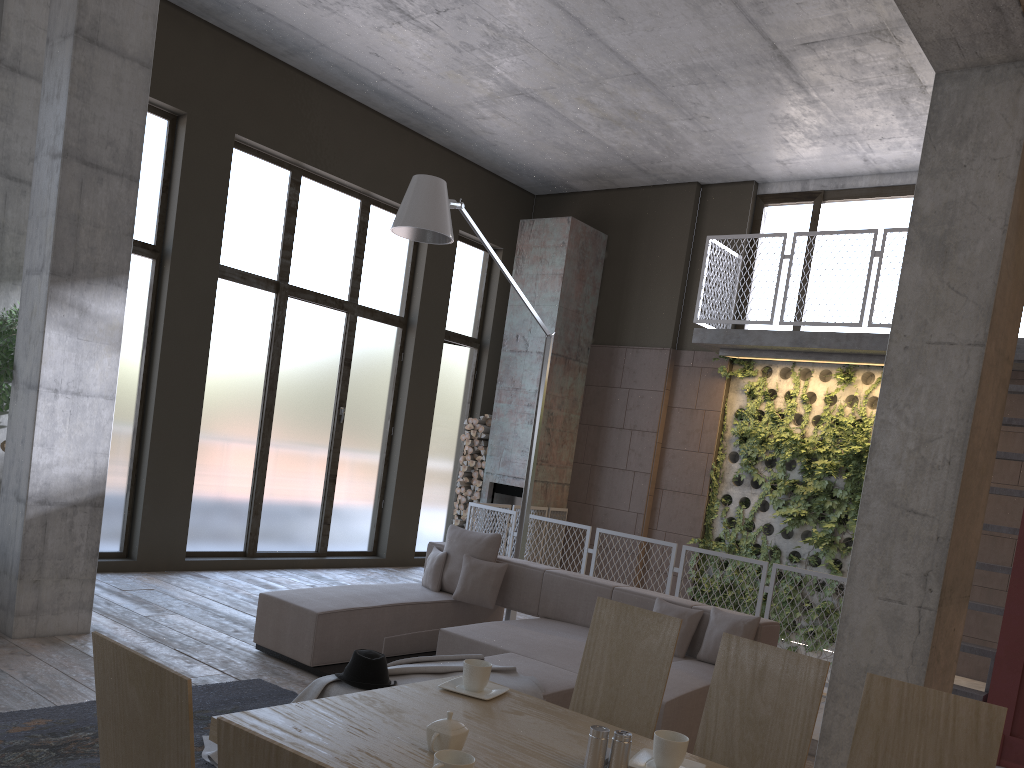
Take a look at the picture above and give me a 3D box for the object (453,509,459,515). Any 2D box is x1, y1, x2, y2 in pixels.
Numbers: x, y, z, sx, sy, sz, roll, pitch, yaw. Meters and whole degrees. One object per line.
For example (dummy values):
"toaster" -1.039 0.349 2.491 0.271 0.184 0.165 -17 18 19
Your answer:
"object" -0.614 1.724 11.793 0.078 0.108 0.441 9 -2 39

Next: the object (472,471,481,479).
"object" -0.390 1.198 11.520 0.097 0.107 0.297 9 -2 38

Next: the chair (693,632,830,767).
"chair" 0.465 1.332 2.438 0.344 1.202 0.727 12 4 44

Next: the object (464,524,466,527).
"object" -0.503 1.878 11.655 0.063 0.075 0.363 9 -3 41

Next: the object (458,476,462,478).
"object" -0.550 1.235 11.748 0.066 0.071 0.427 9 -3 40

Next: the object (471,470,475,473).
"object" -0.400 1.166 11.602 0.063 0.075 0.363 9 -3 41

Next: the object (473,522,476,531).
"object" -0.366 1.884 11.514 0.063 0.126 0.367 10 -1 41

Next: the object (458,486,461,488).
"object" -0.561 1.376 11.732 0.066 0.085 0.429 9 -2 41

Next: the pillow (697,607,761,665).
"pillow" 1.382 1.634 5.636 0.358 0.368 0.189 8 2 44

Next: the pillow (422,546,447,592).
"pillow" -0.629 1.524 7.156 0.152 0.378 0.365 7 0 -18

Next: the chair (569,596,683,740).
"chair" 0.113 1.308 2.800 0.344 1.202 0.727 11 4 42

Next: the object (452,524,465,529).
"object" -0.622 1.928 11.740 0.089 0.090 0.460 8 -3 41

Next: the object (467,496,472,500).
"object" -0.459 1.517 11.634 0.063 0.075 0.363 9 -3 37

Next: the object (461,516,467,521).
"object" -0.496 1.785 11.643 0.113 0.080 0.439 7 -4 38

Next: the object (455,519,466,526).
"object" -0.573 1.849 11.670 0.092 0.084 0.484 8 -3 38

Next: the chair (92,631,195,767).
"chair" -0.557 1.147 1.953 0.344 1.202 0.727 11 3 39

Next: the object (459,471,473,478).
"object" -0.520 1.216 11.687 0.089 0.090 0.460 8 -3 41

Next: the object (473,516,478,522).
"object" -0.344 1.776 11.545 0.092 0.084 0.484 8 -3 40

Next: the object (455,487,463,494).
"object" -0.577 1.444 11.763 0.090 0.092 0.441 8 -3 40

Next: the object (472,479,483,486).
"object" -0.340 1.310 11.571 0.091 0.094 0.441 8 -3 40

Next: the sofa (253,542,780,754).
"sofa" -0.345 1.638 5.604 2.965 0.789 3.041 5 -5 39

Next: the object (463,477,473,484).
"object" -0.468 1.297 11.694 0.113 0.080 0.439 7 -4 40

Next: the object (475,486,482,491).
"object" -0.321 1.389 11.545 0.066 0.067 0.427 8 -3 40

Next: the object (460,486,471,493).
"object" -0.503 1.421 11.710 0.089 0.090 0.460 8 -3 40

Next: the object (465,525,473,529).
"object" -0.492 1.911 11.573 0.097 0.107 0.297 9 -2 38

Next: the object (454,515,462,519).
"object" -0.632 1.826 11.817 0.069 0.118 0.368 10 -2 39

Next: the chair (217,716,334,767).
"chair" -0.197 1.173 1.602 0.345 1.202 0.726 11 3 35

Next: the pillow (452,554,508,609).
"pillow" -0.245 1.524 6.756 0.375 0.375 0.169 8 3 12

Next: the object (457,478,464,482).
"object" -0.569 1.300 11.726 0.120 0.068 0.367 7 -4 38

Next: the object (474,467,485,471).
"object" -0.364 1.127 11.541 0.088 0.057 0.335 7 -4 40

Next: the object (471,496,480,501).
"object" -0.381 1.510 11.567 0.120 0.068 0.367 6 -4 40

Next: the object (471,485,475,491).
"object" -0.384 1.386 11.595 0.066 0.067 0.427 8 -3 40

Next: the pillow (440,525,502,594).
"pillow" -0.365 1.420 6.989 0.557 0.560 0.223 8 2 41

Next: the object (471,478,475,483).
"object" -0.382 1.293 11.639 0.100 0.087 0.366 8 -3 40

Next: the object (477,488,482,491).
"object" -0.351 1.382 11.430 0.062 0.048 0.253 7 -4 38

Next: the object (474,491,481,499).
"object" -0.367 1.456 11.441 0.099 0.103 0.295 8 -3 38

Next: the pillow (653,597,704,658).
"pillow" 1.061 1.641 5.865 0.366 0.361 0.188 8 2 38

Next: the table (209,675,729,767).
"table" 1.483 1.516 1.057 5.132 0.927 1.021 5 -2 39

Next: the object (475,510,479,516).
"object" -0.323 1.700 11.562 0.113 0.080 0.439 7 -4 38

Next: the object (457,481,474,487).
"object" -0.562 1.335 11.626 0.070 0.073 0.427 8 -3 40

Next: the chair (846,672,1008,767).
"chair" 0.845 1.363 2.113 0.344 1.202 0.726 11 3 36
